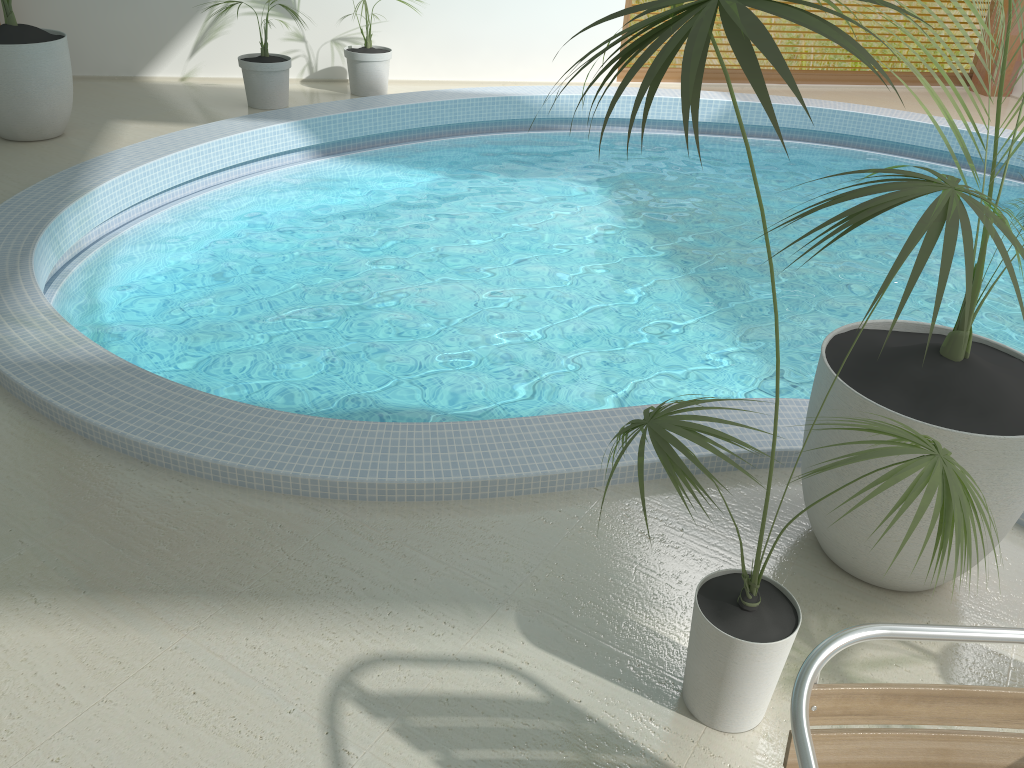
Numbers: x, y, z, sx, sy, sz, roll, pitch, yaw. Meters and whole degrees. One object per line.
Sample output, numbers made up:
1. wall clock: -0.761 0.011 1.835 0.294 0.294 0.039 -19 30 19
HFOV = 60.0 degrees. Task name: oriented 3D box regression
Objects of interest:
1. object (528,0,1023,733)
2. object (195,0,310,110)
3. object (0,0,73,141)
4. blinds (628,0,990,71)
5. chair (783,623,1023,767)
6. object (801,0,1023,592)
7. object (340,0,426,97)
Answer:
1. object: 0.511 0.089 1.784 1.059 1.695 0.791 15 32 18
2. object: -1.868 -2.820 6.876 0.822 1.310 1.067 17 33 21
3. object: -3.134 -3.086 5.537 2.729 2.960 2.979 -15 35 -29
4. blinds: 3.143 -5.073 8.571 4.500 4.025 0.099 -4 31 -13
5. chair: 0.721 0.858 1.439 0.618 0.727 0.563 3 30 -2
6. object: 1.324 -0.665 1.904 2.979 2.960 2.729 5 30 2
7. object: -1.228 -3.083 7.402 1.067 1.310 0.822 2 30 -2
